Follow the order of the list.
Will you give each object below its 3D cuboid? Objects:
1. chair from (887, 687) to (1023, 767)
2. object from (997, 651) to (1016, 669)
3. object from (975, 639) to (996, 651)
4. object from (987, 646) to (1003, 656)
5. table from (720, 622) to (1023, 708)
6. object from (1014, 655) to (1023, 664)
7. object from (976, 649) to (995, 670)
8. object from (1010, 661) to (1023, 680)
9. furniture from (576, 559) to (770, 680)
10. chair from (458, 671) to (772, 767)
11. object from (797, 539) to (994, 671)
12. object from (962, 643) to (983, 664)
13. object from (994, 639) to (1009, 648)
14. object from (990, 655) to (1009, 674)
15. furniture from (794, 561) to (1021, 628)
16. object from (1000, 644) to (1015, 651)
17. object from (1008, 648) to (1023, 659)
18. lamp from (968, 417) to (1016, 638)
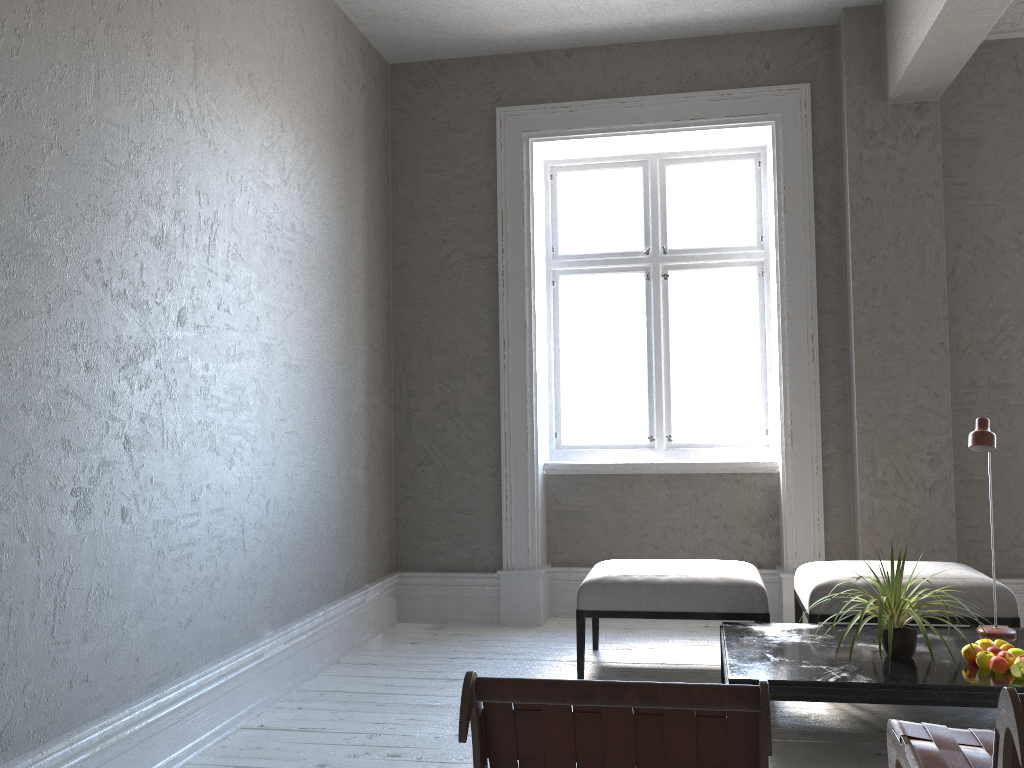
[{"bbox_3d":[1.103,0.840,1.741,0.503,0.721,1.025,-1,-3,11],"label":"chair"},{"bbox_3d":[1.647,0.920,2.952,0.058,0.058,0.056,-1,-3,1],"label":"object"},{"bbox_3d":[1.649,0.922,3.086,0.070,0.066,0.068,-2,-3,16],"label":"object"},{"bbox_3d":[1.645,0.924,3.019,0.060,0.056,0.058,-1,-3,-3],"label":"object"},{"bbox_3d":[1.427,1.114,3.187,1.300,0.303,0.856,-1,-3,10],"label":"table"},{"bbox_3d":[1.677,0.913,2.882,0.073,0.064,0.076,-3,-3,41],"label":"object"},{"bbox_3d":[1.583,0.919,2.957,0.061,0.063,0.062,-3,-4,42],"label":"object"},{"bbox_3d":[1.628,0.917,2.835,0.059,0.053,0.059,-2,-3,17],"label":"object"},{"bbox_3d":[0.746,1.069,4.092,0.821,0.476,0.588,-1,-3,10],"label":"furniture"},{"bbox_3d":[0.264,0.861,1.883,0.503,0.721,1.025,-1,-3,11],"label":"chair"},{"bbox_3d":[1.369,0.758,3.098,0.651,0.420,0.745,-2,-3,29],"label":"object"},{"bbox_3d":[1.575,0.920,3.027,0.069,0.066,0.072,-2,-3,26],"label":"object"},{"bbox_3d":[1.720,0.928,3.117,0.060,0.055,0.067,0,-3,-22],"label":"object"},{"bbox_3d":[1.594,0.919,2.897,0.055,0.058,0.058,-3,-3,35],"label":"object"},{"bbox_3d":[1.710,1.045,3.930,0.821,0.476,0.588,-1,-3,10],"label":"furniture"},{"bbox_3d":[1.706,0.923,3.046,0.059,0.058,0.057,-1,-3,-7],"label":"object"},{"bbox_3d":[1.702,0.920,2.983,0.063,0.058,0.060,1,-3,-35],"label":"object"},{"bbox_3d":[1.826,0.548,3.406,0.257,0.839,0.135,2,-4,-44],"label":"lamp"}]
